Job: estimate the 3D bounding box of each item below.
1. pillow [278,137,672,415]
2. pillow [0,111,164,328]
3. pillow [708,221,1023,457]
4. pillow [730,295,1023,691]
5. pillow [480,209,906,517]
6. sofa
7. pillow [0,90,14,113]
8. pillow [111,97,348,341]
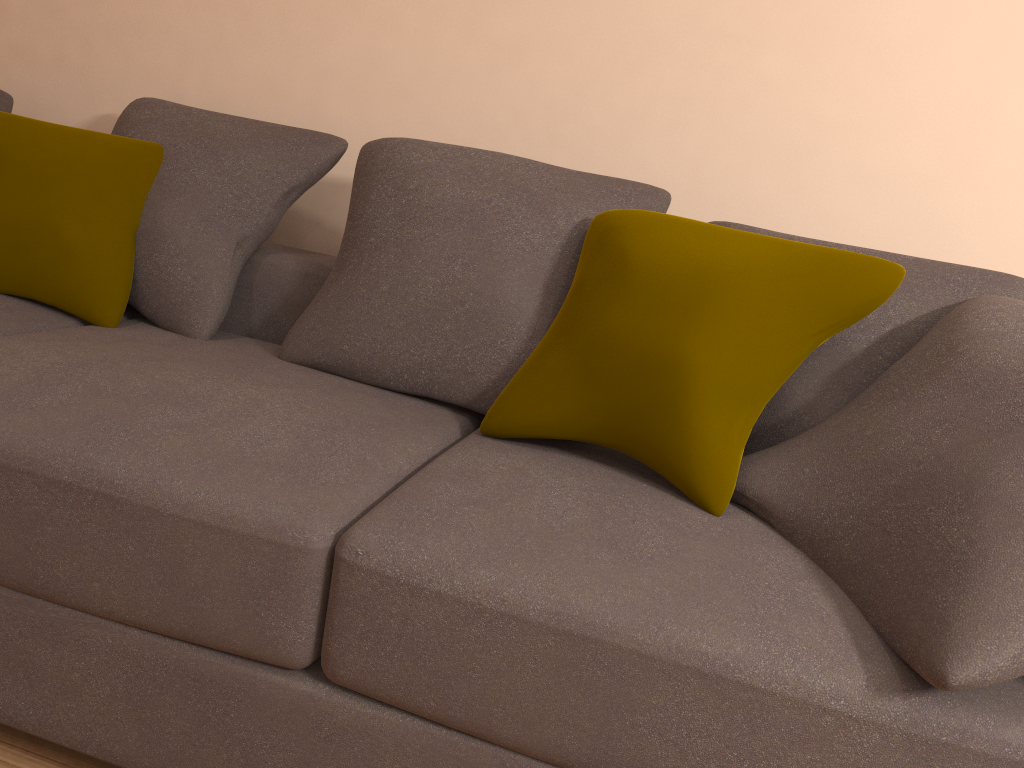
[{"bbox_3d":[-0.094,-0.249,2.079,0.783,0.590,0.459,14,14,16],"label":"pillow"},{"bbox_3d":[-1.173,-0.412,2.241,0.631,0.486,0.335,12,13,5],"label":"pillow"},{"bbox_3d":[0.556,-0.006,1.917,0.399,0.635,0.811,1,16,-34],"label":"pillow"},{"bbox_3d":[0.713,0.114,1.351,0.560,0.470,0.749,6,14,-16],"label":"pillow"},{"bbox_3d":[0.323,-0.062,1.698,0.658,0.492,0.382,20,16,35],"label":"pillow"},{"bbox_3d":[-0.671,0.209,1.664,3.565,0.776,1.906,13,14,12],"label":"sofa"},{"bbox_3d":[-1.747,-0.622,2.331,0.806,0.578,0.483,0,17,-37],"label":"pillow"},{"bbox_3d":[-0.899,-0.461,2.398,0.787,0.576,0.431,17,15,27],"label":"pillow"}]
